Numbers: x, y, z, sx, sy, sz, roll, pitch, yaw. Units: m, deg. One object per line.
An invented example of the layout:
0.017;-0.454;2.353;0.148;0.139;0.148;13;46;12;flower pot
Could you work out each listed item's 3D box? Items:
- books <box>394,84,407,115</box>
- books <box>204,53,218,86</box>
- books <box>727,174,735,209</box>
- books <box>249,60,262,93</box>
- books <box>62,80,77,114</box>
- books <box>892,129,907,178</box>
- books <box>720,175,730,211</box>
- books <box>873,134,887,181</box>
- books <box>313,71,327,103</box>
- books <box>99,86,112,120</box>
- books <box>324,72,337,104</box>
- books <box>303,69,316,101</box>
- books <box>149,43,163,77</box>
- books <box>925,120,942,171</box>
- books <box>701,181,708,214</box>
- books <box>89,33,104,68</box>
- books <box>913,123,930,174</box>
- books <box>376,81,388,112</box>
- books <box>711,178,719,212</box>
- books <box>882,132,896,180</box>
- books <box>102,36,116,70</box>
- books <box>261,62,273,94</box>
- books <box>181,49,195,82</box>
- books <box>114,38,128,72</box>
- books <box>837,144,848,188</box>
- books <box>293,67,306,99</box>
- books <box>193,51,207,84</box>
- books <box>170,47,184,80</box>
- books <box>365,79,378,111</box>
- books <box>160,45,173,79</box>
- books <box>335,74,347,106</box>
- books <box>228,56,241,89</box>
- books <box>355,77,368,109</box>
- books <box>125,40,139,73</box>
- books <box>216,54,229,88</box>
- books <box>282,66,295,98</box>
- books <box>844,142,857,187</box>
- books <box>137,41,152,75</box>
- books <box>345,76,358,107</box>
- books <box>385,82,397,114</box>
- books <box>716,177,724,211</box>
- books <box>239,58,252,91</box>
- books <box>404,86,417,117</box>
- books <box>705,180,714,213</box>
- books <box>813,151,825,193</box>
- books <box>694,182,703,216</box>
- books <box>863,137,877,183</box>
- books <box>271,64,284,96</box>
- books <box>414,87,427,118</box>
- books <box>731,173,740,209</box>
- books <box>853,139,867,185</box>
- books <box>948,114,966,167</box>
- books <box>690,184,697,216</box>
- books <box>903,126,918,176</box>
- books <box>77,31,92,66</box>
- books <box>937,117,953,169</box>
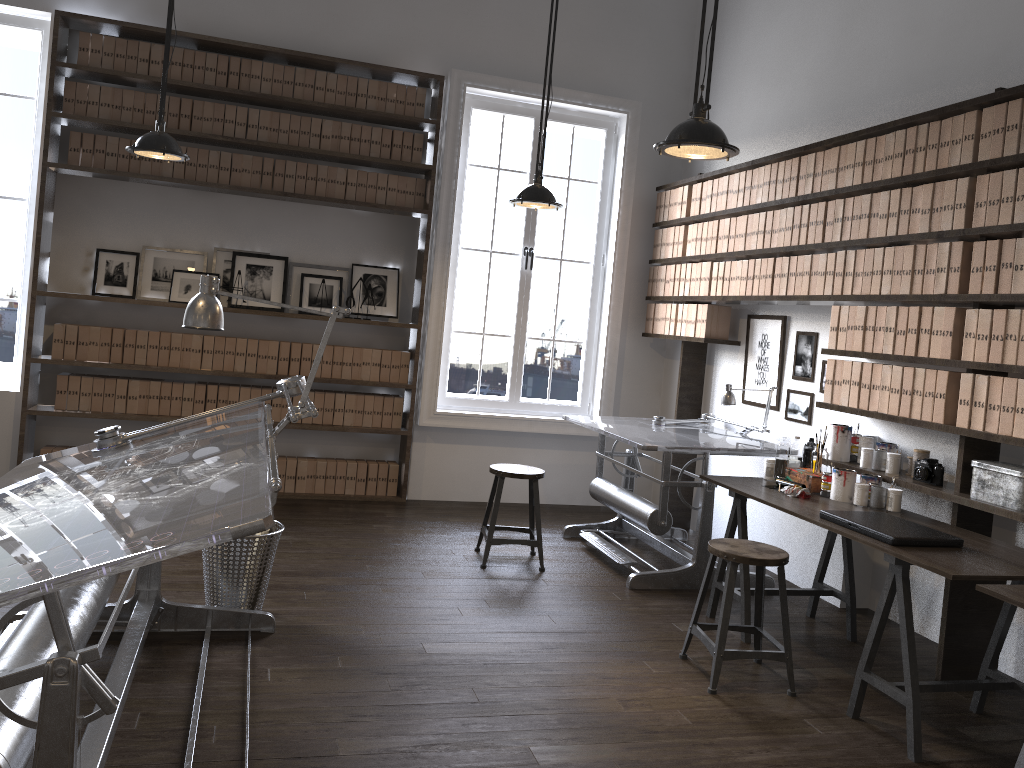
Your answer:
-0.802;-1.985;6.263;0.066;0.225;0.175;5;2;-16;books
-2.006;-2.073;5.908;0.066;0.225;0.175;5;2;-16;books
1.462;-1.204;5.613;0.174;0.225;0.067;5;1;-16;books
-1.732;-2.052;5.986;0.066;0.225;0.175;5;2;-16;books
-2.827;-1.814;5.688;0.066;0.225;0.175;5;2;-16;books
1.880;-1.063;4.140;0.174;0.225;0.067;5;1;-16;books
1.439;-1.211;5.676;0.174;0.225;0.067;5;1;-16;books
1.848;-1.076;4.279;0.174;0.225;0.067;5;1;-16;books
-1.328;-2.023;6.104;0.066;0.225;0.175;5;2;-16;books
-2.623;-1.798;5.744;0.066;0.225;0.175;5;2;-16;books
-1.260;-2.018;6.127;0.066;0.225;0.175;5;2;-16;books
-1.397;-2.028;6.083;0.067;0.225;0.175;5;2;-16;books
-2.331;-2.096;5.815;0.066;0.225;0.175;5;2;-16;books
1.943;-1.044;3.940;0.174;0.225;0.067;5;1;-16;books
1.368;-1.236;5.947;0.174;0.225;0.067;5;1;-16;books
-2.669;-2.121;5.713;0.066;0.225;0.175;5;2;-16;books
1.922;-1.051;4.011;0.174;0.225;0.067;5;1;-16;books
-0.930;-1.994;6.225;0.066;0.225;0.175;5;2;-16;books
1.406;-1.223;5.810;0.174;0.225;0.067;5;1;-16;books
1.863;-1.070;4.210;0.174;0.225;0.067;5;1;-16;books
-2.601;-2.116;5.736;0.066;0.225;0.175;5;2;-16;books
-1.663;-2.048;6.009;0.066;0.225;0.175;5;2;-16;books
-2.143;-2.083;5.873;0.066;0.225;0.175;5;2;-16;books
-2.535;-2.111;5.760;0.066;0.225;0.175;5;2;-16;books
1.770;-1.102;4.542;0.174;0.225;0.067;5;1;-16;books
-1.459;-2.033;6.070;0.066;0.225;0.175;5;2;-16;books
-2.075;-2.078;5.893;0.066;0.225;0.175;5;2;-16;books
-2.206;-2.087;5.848;0.067;0.225;0.175;5;2;-16;books
-0.989;-1.998;6.206;0.066;0.225;0.175;5;2;-16;books
-2.271;-2.092;5.834;0.066;0.225;0.175;5;2;-16;books
-1.194;-2.014;6.150;0.066;0.225;0.175;5;2;-16;books
-1.866;-2.062;5.948;0.067;0.225;0.175;5;2;-16;books
-1.058;-2.003;6.184;0.067;0.225;0.175;5;2;-16;books
-2.468;-2.106;5.777;0.066;0.225;0.175;5;2;-16;books
-1.939;-2.068;5.933;0.066;0.225;0.175;5;2;-16;books
-1.531;-2.038;6.050;0.066;0.225;0.175;5;2;-16;books
1.785;-1.096;4.482;0.174;0.225;0.067;5;1;-16;books
-2.399;-2.101;5.793;0.067;0.225;0.175;5;2;-16;books
-1.127;-2.009;6.168;0.066;0.225;0.175;5;2;-16;books
-0.865;-1.989;6.239;0.067;0.225;0.175;5;2;-16;books
1.426;-1.217;5.742;0.174;0.225;0.067;5;1;-16;books
-1.797;-2.058;5.974;0.066;0.225;0.175;5;2;-16;books
-0.734;-1.980;6.283;0.066;0.225;0.175;5;2;-16;books
1.383;-1.230;5.877;0.174;0.225;0.067;5;1;-16;books
1.714;-1.120;4.740;0.174;0.225;0.067;5;1;-16;books
1.342;-1.243;6.017;0.174;0.225;0.067;5;1;-16;books
1.827;-1.083;4.345;0.174;0.225;0.067;5;1;-16;books
-1.598;-2.043;6.033;0.066;0.225;0.175;5;2;-16;books
-0.665;-1.975;6.299;0.066;0.225;0.175;5;2;-16;books
1.478;-1.199;5.552;0.174;0.225;0.067;5;1;-16;books
1.804;-1.089;4.411;0.174;0.225;0.067;5;1;-16;books
1.980;-1.031;3.805;0.174;0.225;0.067;5;1;-16;books
1.327;-1.250;6.090;0.174;0.225;0.067;5;1;-16;books
1.900;-1.057;4.071;0.174;0.225;0.067;5;1;-16;books
-2.738;-2.126;5.693;0.067;0.225;0.175;5;2;-16;books
1.964;-1.037;3.873;0.174;0.225;0.067;5;1;-16;books
